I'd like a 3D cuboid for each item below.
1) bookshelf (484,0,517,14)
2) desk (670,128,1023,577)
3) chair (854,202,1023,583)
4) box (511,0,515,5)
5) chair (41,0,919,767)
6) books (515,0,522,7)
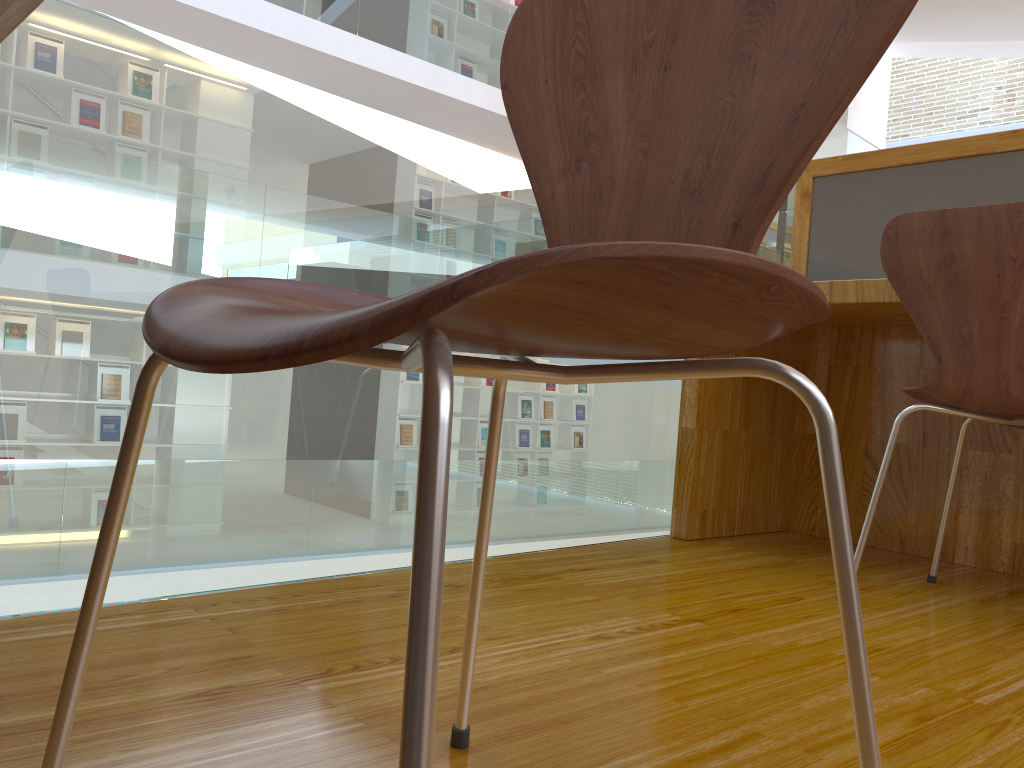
[{"bbox_3d":[0.195,-3.519,9.885,2.984,1.836,0.498,5,0,-42],"label":"bookshelf"},{"bbox_3d":[1.933,-0.024,1.379,1.248,1.022,3.216,5,0,-42],"label":"desk"},{"bbox_3d":[0.886,0.067,1.543,0.381,0.693,0.428,5,0,-42],"label":"chair"},{"bbox_3d":[0.020,-4.208,9.770,0.245,0.296,0.274,5,0,-42],"label":"box"},{"bbox_3d":[-0.018,-0.009,0.546,0.381,0.693,0.428,5,0,-42],"label":"chair"},{"bbox_3d":[0.087,-4.148,9.699,0.145,0.210,0.037,5,0,-42],"label":"books"}]
